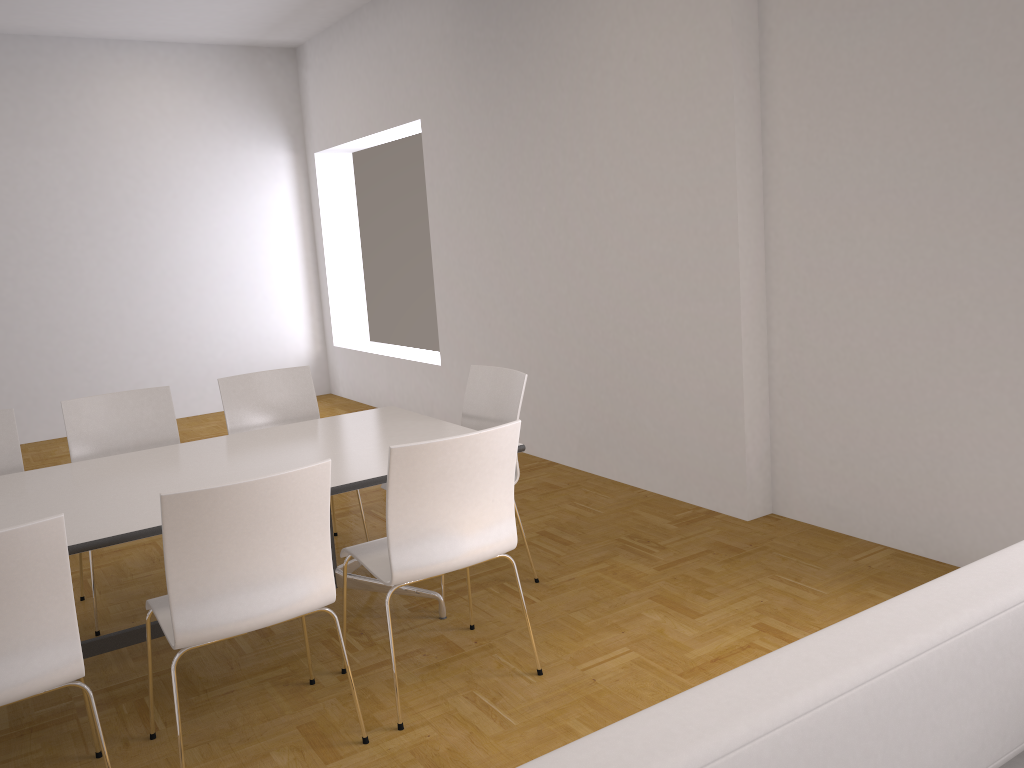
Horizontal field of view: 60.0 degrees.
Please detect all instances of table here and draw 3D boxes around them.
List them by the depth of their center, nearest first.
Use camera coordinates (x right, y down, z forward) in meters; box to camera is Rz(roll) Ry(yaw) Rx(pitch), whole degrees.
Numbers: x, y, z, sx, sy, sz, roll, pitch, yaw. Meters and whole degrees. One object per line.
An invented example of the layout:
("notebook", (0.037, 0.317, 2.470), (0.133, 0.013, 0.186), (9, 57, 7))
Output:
("table", (-1.260, 0.706, 3.370), (2.414, 0.720, 1.213), (-10, 11, -32))

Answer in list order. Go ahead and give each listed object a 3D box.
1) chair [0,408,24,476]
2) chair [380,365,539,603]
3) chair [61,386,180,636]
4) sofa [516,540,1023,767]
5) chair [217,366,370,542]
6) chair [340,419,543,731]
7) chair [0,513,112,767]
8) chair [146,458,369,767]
("chair", (-2.239, 0.625, 3.660), (0.562, 0.928, 0.576), (-10, 10, -32))
("chair", (-0.233, 0.426, 3.984), (0.576, 0.928, 0.562), (-10, 10, -32))
("chair", (-1.685, 0.526, 4.008), (0.562, 0.928, 0.576), (-10, 10, -32))
("sofa", (0.514, 0.902, 1.044), (2.627, 0.846, 0.823), (-10, 11, -32))
("chair", (-1.097, 0.421, 4.377), (0.562, 0.928, 0.576), (-10, 10, -32))
("chair", (-0.267, 0.585, 3.067), (0.562, 0.928, 0.576), (-10, 10, -32))
("chair", (-1.409, 0.789, 2.350), (0.562, 0.928, 0.576), (-10, 10, -32))
("chair", (-0.821, 0.684, 2.719), (0.562, 0.928, 0.576), (-10, 10, -32))
